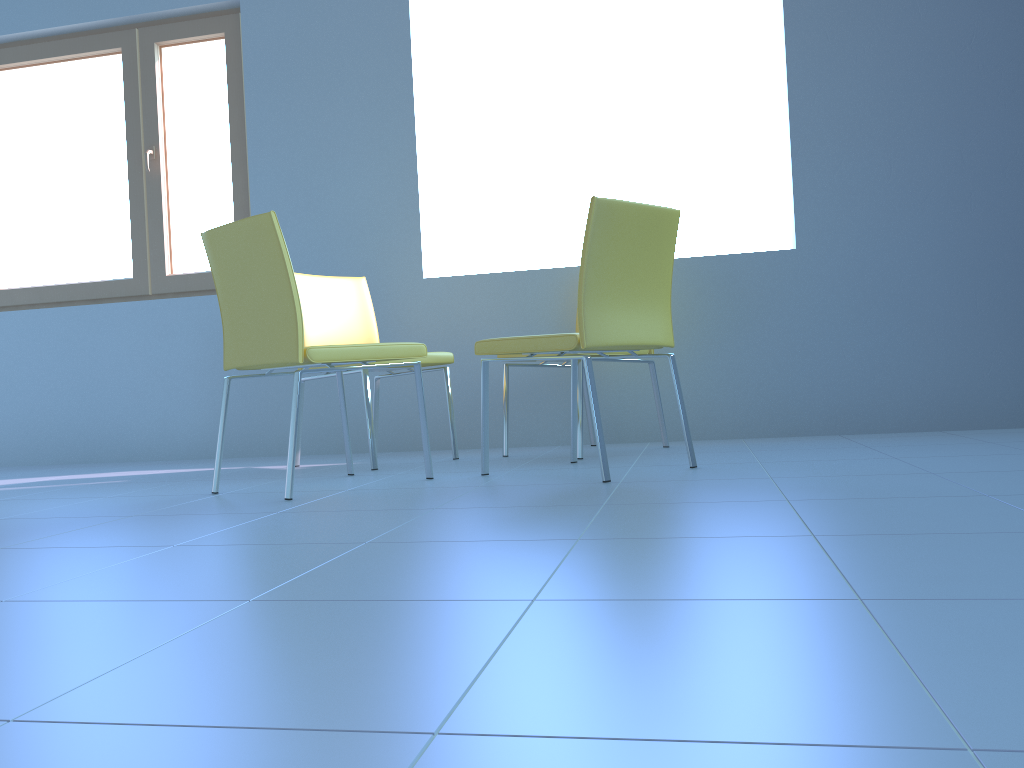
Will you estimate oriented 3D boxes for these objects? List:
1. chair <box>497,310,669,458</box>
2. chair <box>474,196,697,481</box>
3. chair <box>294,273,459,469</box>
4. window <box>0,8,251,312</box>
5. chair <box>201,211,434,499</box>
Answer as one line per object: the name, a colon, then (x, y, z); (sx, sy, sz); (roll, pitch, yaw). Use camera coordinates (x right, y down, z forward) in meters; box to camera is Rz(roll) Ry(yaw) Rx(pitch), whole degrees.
chair: (0.255, -0.110, 3.148); (0.484, 0.695, 0.387); (-3, 0, -42)
chair: (0.198, -0.108, 2.438); (0.387, 0.699, 0.484); (-3, 0, -42)
chair: (-0.511, -0.070, 3.145); (0.484, 0.695, 0.387); (-3, 0, 43)
window: (-1.847, -0.991, 4.043); (1.475, 1.263, 0.142); (-3, 0, 12)
chair: (-0.539, -0.072, 2.414); (0.387, 0.695, 0.484); (-3, 0, 43)
